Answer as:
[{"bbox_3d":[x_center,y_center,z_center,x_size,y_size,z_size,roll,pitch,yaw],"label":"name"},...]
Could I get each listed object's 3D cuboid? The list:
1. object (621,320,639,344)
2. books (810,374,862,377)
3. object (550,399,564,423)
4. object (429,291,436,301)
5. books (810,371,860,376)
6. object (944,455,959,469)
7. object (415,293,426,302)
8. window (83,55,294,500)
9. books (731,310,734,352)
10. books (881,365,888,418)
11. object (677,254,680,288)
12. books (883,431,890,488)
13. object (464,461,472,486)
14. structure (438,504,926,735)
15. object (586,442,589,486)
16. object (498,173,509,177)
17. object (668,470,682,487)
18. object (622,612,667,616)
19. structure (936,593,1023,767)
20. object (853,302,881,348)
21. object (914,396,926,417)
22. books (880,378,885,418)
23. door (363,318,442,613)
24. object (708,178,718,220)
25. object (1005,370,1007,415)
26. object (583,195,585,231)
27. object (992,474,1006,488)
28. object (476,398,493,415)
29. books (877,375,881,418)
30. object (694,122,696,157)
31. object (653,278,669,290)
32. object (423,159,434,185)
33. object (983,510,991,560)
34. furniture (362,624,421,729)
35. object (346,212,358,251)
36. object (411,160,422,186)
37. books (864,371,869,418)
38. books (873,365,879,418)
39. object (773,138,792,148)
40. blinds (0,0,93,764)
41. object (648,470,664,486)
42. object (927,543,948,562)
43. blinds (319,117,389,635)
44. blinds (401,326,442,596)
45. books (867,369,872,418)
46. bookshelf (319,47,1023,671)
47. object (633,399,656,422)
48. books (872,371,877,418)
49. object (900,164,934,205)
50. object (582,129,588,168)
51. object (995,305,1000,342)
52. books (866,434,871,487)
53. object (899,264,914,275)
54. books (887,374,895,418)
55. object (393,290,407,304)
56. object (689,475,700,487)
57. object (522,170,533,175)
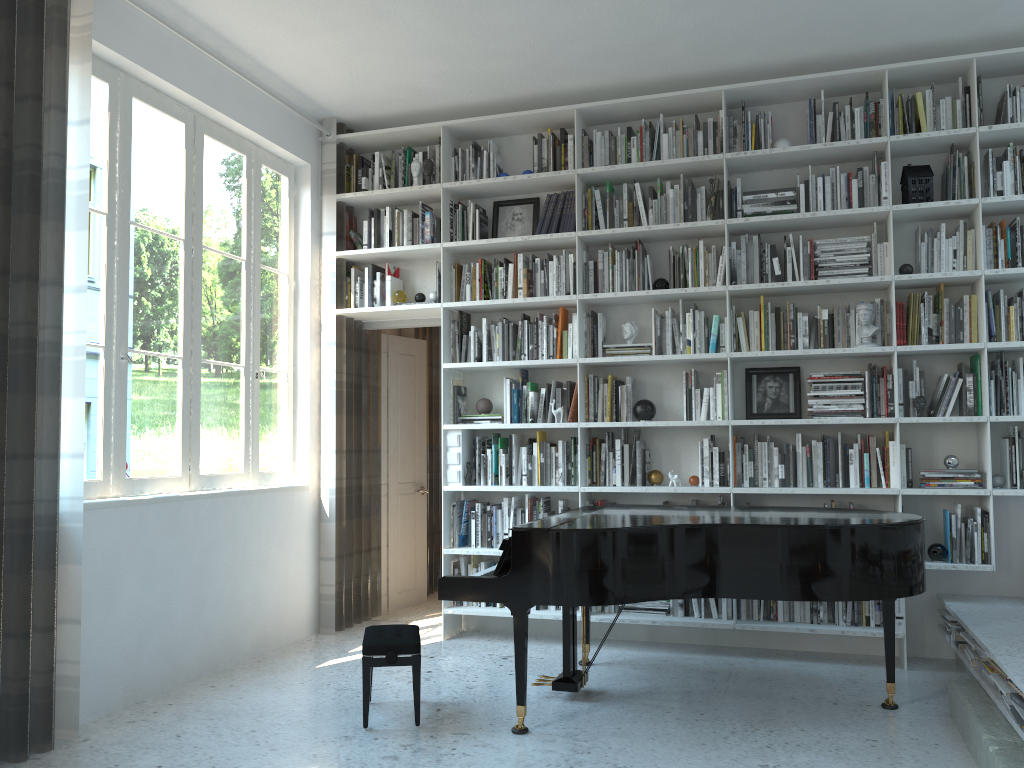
[{"bbox_3d":[0.693,-0.303,5.211,0.095,0.157,0.121,-3,-4,32],"label":"object"},{"bbox_3d":[1.767,-0.041,4.848,0.254,0.012,0.161,-1,-4,15],"label":"books"},{"bbox_3d":[0.259,0.159,5.157,0.081,0.140,0.044,-1,-3,2],"label":"object"},{"bbox_3d":[-0.487,-0.547,5.567,0.071,0.072,0.071,0,-4,-4],"label":"object"},{"bbox_3d":[1.766,-0.053,4.847,0.254,0.012,0.161,-2,-4,22],"label":"books"},{"bbox_3d":[2.259,0.400,4.559,0.071,0.072,0.071,1,-4,-23],"label":"object"},{"bbox_3d":[-0.581,-0.542,5.618,0.071,0.072,0.071,0,-4,-4],"label":"object"},{"bbox_3d":[-1.646,-0.436,4.588,0.073,2.007,1.984,-1,-4,18],"label":"window"},{"bbox_3d":[1.255,-0.283,5.033,0.012,0.254,0.161,-1,-4,18],"label":"books"},{"bbox_3d":[2.000,0.047,4.760,0.011,0.279,0.186,-1,-4,18],"label":"books"},{"bbox_3d":[0.973,-0.629,5.150,0.010,0.225,0.142,-1,-4,18],"label":"object"},{"bbox_3d":[2.008,0.403,4.752,0.011,0.300,0.149,-1,-4,18],"label":"books"},{"bbox_3d":[-0.262,0.539,5.325,0.045,0.146,0.045,2,-4,-34],"label":"object"},{"bbox_3d":[0.816,0.998,3.921,1.918,0.832,1.335,-2,-4,18],"label":"structure"},{"bbox_3d":[0.462,0.473,5.246,0.012,0.254,0.161,-1,-4,18],"label":"object"},{"bbox_3d":[-0.051,-1.261,5.469,0.082,0.083,0.082,0,-4,-4],"label":"object"},{"bbox_3d":[0.922,0.533,5.010,0.060,0.095,0.078,-3,-4,35],"label":"object"},{"bbox_3d":[0.772,1.307,5.093,0.254,0.007,0.161,-2,-4,21],"label":"object"},{"bbox_3d":[3.062,1.001,2.877,2.899,0.659,3.115,-2,-4,18],"label":"structure"},{"bbox_3d":[1.872,-0.306,4.685,0.137,0.243,0.138,1,-4,-17],"label":"object"},{"bbox_3d":[2.101,0.116,4.562,0.054,0.113,0.079,-1,-4,16],"label":"object"},{"bbox_3d":[1.991,0.080,4.779,0.021,0.217,0.132,-1,-4,18],"label":"books"},{"bbox_3d":[-0.584,0.591,6.153,0.834,1.979,0.787,-2,-4,18],"label":"door"},{"bbox_3d":[1.128,-1.024,4.962,0.075,0.254,0.075,0,-3,-3],"label":"object"},{"bbox_3d":[2.551,0.039,4.609,0.007,0.266,0.135,-1,-4,18],"label":"object"},{"bbox_3d":[0.451,-0.992,5.331,0.012,0.254,0.161,-1,-4,18],"label":"object"},{"bbox_3d":[2.497,0.500,4.559,0.071,0.072,0.071,1,-4,-23],"label":"object"},{"bbox_3d":[-0.169,0.140,5.442,0.105,0.106,0.105,0,-4,-4],"label":"object"},{"bbox_3d":[1.975,0.073,4.786,0.013,0.232,0.134,-1,-4,18],"label":"books"},{"bbox_3d":[1.071,-1.374,5.151,0.010,0.246,0.157,-1,-4,18],"label":"object"},{"bbox_3d":[0.862,-0.564,5.129,0.097,0.098,0.097,1,-4,-23],"label":"object"},{"bbox_3d":[-0.520,-1.300,5.506,0.067,0.198,0.067,2,-4,-30],"label":"object"},{"bbox_3d":[2.416,0.776,4.508,0.011,0.260,0.142,-1,-4,18],"label":"object"},{"bbox_3d":[-0.515,1.232,3.801,0.240,0.353,0.467,0,-4,-7],"label":"furniture"},{"bbox_3d":[-1.055,-0.969,5.798,0.035,0.295,0.176,-1,-4,18],"label":"object"},{"bbox_3d":[-0.597,-1.298,5.530,0.067,0.198,0.067,2,-4,-30],"label":"object"},{"bbox_3d":[1.915,0.063,4.791,0.012,0.254,0.161,-1,-4,18],"label":"books"},{"bbox_3d":[1.962,0.045,4.785,0.011,0.288,0.152,-1,-4,18],"label":"books"},{"bbox_3d":[1.512,-1.320,4.958,0.105,0.106,0.105,0,-4,-4],"label":"object"},{"bbox_3d":[-1.896,-0.235,3.236,0.140,3.228,0.776,-1,-4,18],"label":"blinds"},{"bbox_3d":[0.828,0.541,5.109,0.091,0.092,0.091,0,-4,-4],"label":"object"},{"bbox_3d":[2.180,0.863,4.543,0.094,0.094,0.093,1,-4,-23],"label":"object"},{"bbox_3d":[-1.042,-0.053,5.890,0.140,3.228,0.776,-1,-4,18],"label":"blinds"},{"bbox_3d":[-0.682,0.023,7.011,0.140,3.228,0.776,-1,-4,18],"label":"blinds"},{"bbox_3d":[1.926,0.059,4.785,0.011,0.260,0.184,-1,-4,18],"label":"books"},{"bbox_3d":[1.822,-0.088,4.769,6.297,3.140,0.330,-2,-4,18],"label":"bookshelf"},{"bbox_3d":[0.768,0.156,5.139,0.134,0.135,0.134,1,-4,-23],"label":"object"},{"bbox_3d":[1.951,0.061,4.789,0.013,0.256,0.163,-1,-4,18],"label":"books"},{"bbox_3d":[2.149,-1.047,4.705,0.135,0.248,0.135,-1,-4,8],"label":"object"},{"bbox_3d":[0.448,-1.374,5.354,0.012,0.285,0.159,-1,-4,18],"label":"object"},{"bbox_3d":[2.518,-0.299,4.621,0.013,0.208,0.140,-1,-4,18],"label":"object"},{"bbox_3d":[1.925,0.414,4.788,0.010,0.284,0.132,-1,-4,18],"label":"books"},{"bbox_3d":[2.077,-0.598,4.673,0.071,0.072,0.071,1,-4,-23],"label":"object"},{"bbox_3d":[2.018,0.071,4.742,0.034,0.229,0.199,-2,-4,18],"label":"books"},{"bbox_3d":[-0.707,-0.550,5.608,0.087,0.087,0.087,1,-4,-23],"label":"object"},{"bbox_3d":[1.029,0.546,4.999,0.061,0.062,0.061,1,-4,-23],"label":"object"},{"bbox_3d":[0.099,-1.266,5.421,0.082,0.083,0.082,0,-4,-4],"label":"object"}]
